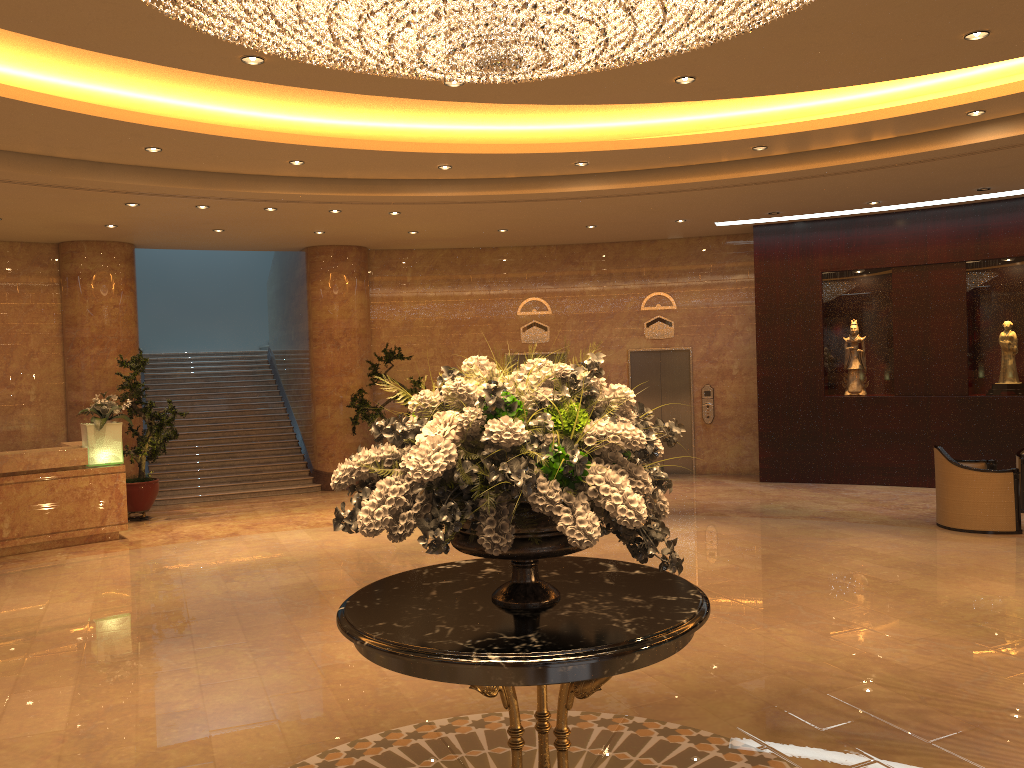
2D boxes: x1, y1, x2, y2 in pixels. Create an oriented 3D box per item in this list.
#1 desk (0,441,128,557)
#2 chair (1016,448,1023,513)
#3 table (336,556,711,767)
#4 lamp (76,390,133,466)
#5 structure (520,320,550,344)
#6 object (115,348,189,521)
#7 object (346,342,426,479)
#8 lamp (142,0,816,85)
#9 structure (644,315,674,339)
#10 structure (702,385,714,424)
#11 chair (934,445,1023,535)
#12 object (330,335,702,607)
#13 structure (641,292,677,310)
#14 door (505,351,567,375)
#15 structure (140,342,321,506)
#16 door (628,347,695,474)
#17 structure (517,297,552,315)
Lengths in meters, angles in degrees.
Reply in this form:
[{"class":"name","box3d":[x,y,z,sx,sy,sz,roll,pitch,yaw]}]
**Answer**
[{"class":"desk","box3d":[-7.576,1.567,5.680,3.466,1.155,12.951,-2,2,12]},{"class":"chair","box3d":[6.639,1.068,10.730,0.951,0.916,0.769,-1,2,27]},{"class":"table","box3d":[0.061,1.401,3.623,1.493,1.089,1.493,-3,2,-29]},{"class":"lamp","box3d":[-4.991,0.528,10.930,0.606,0.897,0.532,-3,2,-44]},{"class":"structure","box3d":[0.398,-0.900,15.307,0.504,0.405,0.012,-2,2,2]},{"class":"object","box3d":[-5.135,0.688,12.372,0.843,2.363,1.250,-3,2,-42]},{"class":"object","box3d":[-1.969,0.531,14.156,1.250,2.363,0.843,-2,2,-1]},{"class":"lamp","box3d":[-0.072,-1.885,3.579,3.204,1.196,3.206,-1,2,14]},{"class":"structure","box3d":[2.493,-0.961,15.019,0.504,0.405,0.012,-2,2,13]},{"class":"structure","box3d":[3.278,0.340,14.837,0.200,0.661,0.053,-1,2,17]},{"class":"chair","box3d":[5.163,1.140,9.941,0.769,0.916,0.951,-2,2,12]},{"class":"object","box3d":[0.006,0.361,3.563,1.318,0.999,1.277,-2,2,8]},{"class":"structure","box3d":[2.477,-1.407,15.005,0.600,0.293,0.010,-2,2,13]},{"class":"door","box3d":[0.445,0.524,15.390,1.070,2.145,0.150,-2,2,3]},{"class":"structure","box3d":[-5.720,-1.029,17.004,9.849,5.560,7.472,-3,2,-23]},{"class":"door","box3d":[2.550,0.464,15.110,1.070,2.149,0.150,-2,2,13]},{"class":"structure","box3d":[0.383,-1.346,15.293,0.600,0.293,0.010,-2,2,2]}]
